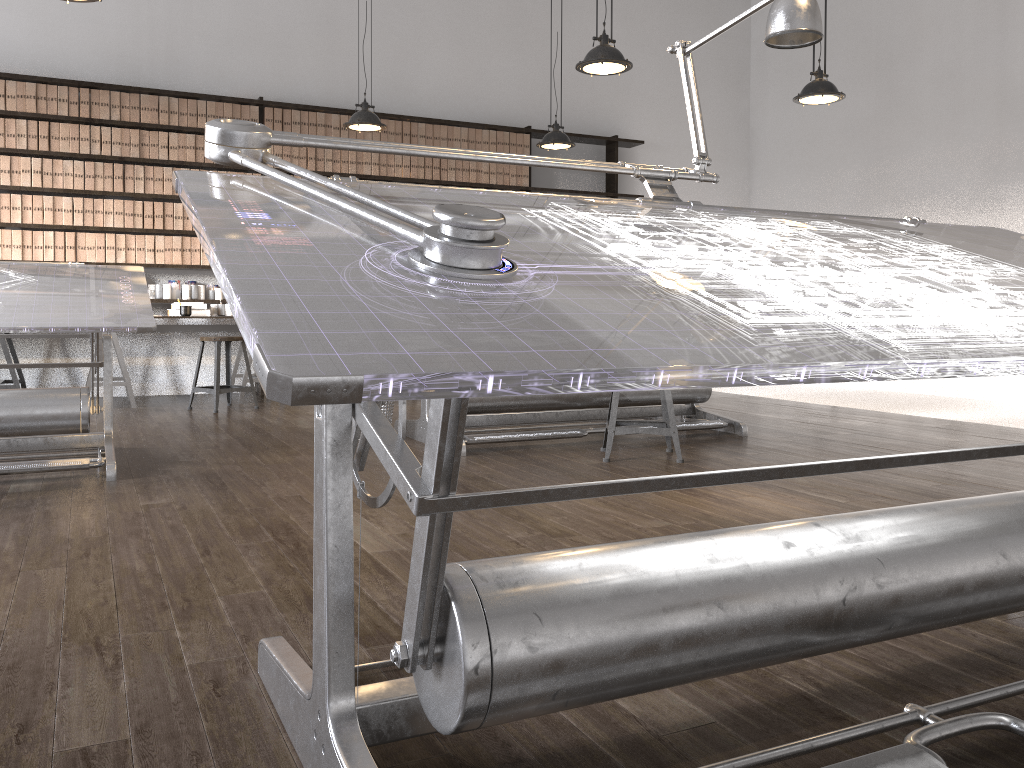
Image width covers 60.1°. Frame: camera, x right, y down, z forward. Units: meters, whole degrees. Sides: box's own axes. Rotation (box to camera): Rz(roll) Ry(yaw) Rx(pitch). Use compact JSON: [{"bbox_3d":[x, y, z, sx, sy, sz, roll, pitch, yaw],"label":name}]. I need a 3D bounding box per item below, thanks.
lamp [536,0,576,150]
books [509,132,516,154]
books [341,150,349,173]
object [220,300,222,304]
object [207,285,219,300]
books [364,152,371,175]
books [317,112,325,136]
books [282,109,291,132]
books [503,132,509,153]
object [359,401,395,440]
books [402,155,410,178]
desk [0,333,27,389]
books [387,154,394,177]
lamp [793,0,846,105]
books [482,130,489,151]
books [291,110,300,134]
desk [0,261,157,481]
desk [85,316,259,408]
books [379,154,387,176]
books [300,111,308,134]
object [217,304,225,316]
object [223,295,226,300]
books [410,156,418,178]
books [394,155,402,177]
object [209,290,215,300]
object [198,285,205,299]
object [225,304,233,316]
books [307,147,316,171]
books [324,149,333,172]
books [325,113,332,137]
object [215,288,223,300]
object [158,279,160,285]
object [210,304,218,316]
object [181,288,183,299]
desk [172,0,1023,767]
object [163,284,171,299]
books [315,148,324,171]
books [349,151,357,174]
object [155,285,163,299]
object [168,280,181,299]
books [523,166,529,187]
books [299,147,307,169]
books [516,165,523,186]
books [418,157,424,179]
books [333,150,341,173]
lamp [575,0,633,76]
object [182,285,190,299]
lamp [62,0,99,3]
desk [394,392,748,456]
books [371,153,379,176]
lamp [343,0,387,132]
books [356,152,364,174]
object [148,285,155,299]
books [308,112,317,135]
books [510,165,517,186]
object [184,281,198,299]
[{"bbox_3d":[0.352,-3.006,6.989,0.311,2.249,0.313,0,1,-1],"label":"lamp"},{"bbox_3d":[-0.025,-2.246,8.364,0.067,0.225,0.175,-1,3,-26],"label":"books"},{"bbox_3d":[-1.470,-1.921,7.677,0.067,0.225,0.175,-1,3,-26],"label":"books"},{"bbox_3d":[-2.334,-0.617,7.146,0.036,0.117,0.005,0,2,-20],"label":"object"},{"bbox_3d":[-2.475,-0.754,7.323,0.094,0.129,0.095,-2,3,-38],"label":"object"},{"bbox_3d":[-1.291,-1.926,7.759,0.067,0.225,0.175,-1,3,-26],"label":"books"},{"bbox_3d":[-1.654,-2.191,7.574,0.067,0.225,0.175,-1,3,-26],"label":"books"},{"bbox_3d":[-1.909,-2.183,7.459,0.067,0.225,0.175,-1,3,-26],"label":"books"},{"bbox_3d":[-0.092,-2.243,8.331,0.067,0.225,0.175,-1,3,-26],"label":"books"},{"bbox_3d":[-0.791,0.109,4.865,0.353,0.377,0.354,0,3,-4],"label":"object"},{"bbox_3d":[-0.970,-1.937,7.910,0.067,0.225,0.175,-1,3,-26],"label":"books"},{"bbox_3d":[-4.114,-0.132,6.022,1.669,0.668,0.657,-2,3,-26],"label":"desk"},{"bbox_3d":[-1.101,-1.933,7.855,0.067,0.225,0.175,-1,3,-26],"label":"books"},{"bbox_3d":[1.904,-2.883,5.453,0.313,2.249,0.311,2,2,44],"label":"lamp"},{"bbox_3d":[-0.279,-2.237,8.240,0.067,0.225,0.175,-1,3,-26],"label":"books"},{"bbox_3d":[-1.843,-2.185,7.485,0.067,0.225,0.175,-1,3,-26],"label":"books"},{"bbox_3d":[-2.711,-0.305,3.610,2.280,1.385,1.078,-2,3,-26],"label":"desk"},{"bbox_3d":[-2.525,-0.185,6.788,1.669,0.668,0.657,-2,3,-26],"label":"desk"},{"bbox_3d":[-1.164,-1.931,7.823,0.067,0.225,0.175,-1,3,-26],"label":"books"},{"bbox_3d":[-1.781,-2.187,7.520,0.067,0.225,0.175,-1,3,-26],"label":"books"},{"bbox_3d":[-2.322,-0.590,7.075,0.062,0.093,0.063,1,2,15],"label":"object"},{"bbox_3d":[-2.367,-0.735,7.255,0.063,0.094,0.063,0,2,6],"label":"object"},{"bbox_3d":[-0.905,-1.939,7.942,0.067,0.225,0.175,-1,3,-26],"label":"books"},{"bbox_3d":[-1.037,-1.935,7.882,0.067,0.225,0.175,-1,3,-26],"label":"books"},{"bbox_3d":[-2.452,-0.724,7.240,0.054,0.081,0.054,-1,3,-35],"label":"object"},{"bbox_3d":[-2.530,-0.742,7.203,0.062,0.119,0.062,2,2,33],"label":"object"},{"bbox_3d":[-2.253,-0.589,7.059,0.062,0.094,0.062,1,3,24],"label":"object"},{"bbox_3d":[-1.727,-1.912,7.547,0.067,0.225,0.175,-1,3,-26],"label":"books"},{"bbox_3d":[-1.596,-1.916,7.611,0.067,0.225,0.175,-1,3,-26],"label":"books"},{"bbox_3d":[-1.595,-2.193,7.608,0.067,0.225,0.175,-1,3,-26],"label":"books"},{"bbox_3d":[-2.381,-0.731,7.190,0.062,0.095,0.062,0,2,6],"label":"object"},{"bbox_3d":[-2.820,-0.761,7.112,0.041,0.168,0.009,0,2,-22],"label":"object"},{"bbox_3d":[-2.384,-0.593,7.098,0.062,0.094,0.062,1,2,15],"label":"object"},{"bbox_3d":[-2.648,-0.727,7.167,0.054,0.101,0.054,0,2,-9],"label":"object"},{"bbox_3d":[0.509,-0.141,1.625,2.069,1.385,1.078,-1,3,-26],"label":"desk"},{"bbox_3d":[-2.736,-0.729,7.024,0.062,0.119,0.062,1,2,24],"label":"object"},{"bbox_3d":[-1.662,-1.914,7.585,0.067,0.225,0.175,-1,3,-26],"label":"books"},{"bbox_3d":[-1.407,-1.922,7.701,0.067,0.225,0.175,-1,3,-26],"label":"books"},{"bbox_3d":[-2.804,-0.730,7.040,0.062,0.118,0.063,1,2,15],"label":"object"},{"bbox_3d":[-2.721,-0.754,7.135,0.095,0.161,0.094,-1,2,-30],"label":"object"},{"bbox_3d":[0.094,-1.973,8.426,0.067,0.225,0.175,-1,3,-26],"label":"books"},{"bbox_3d":[-1.796,-1.910,7.520,0.067,0.225,0.175,-1,3,-26],"label":"books"},{"bbox_3d":[0.036,-1.971,8.400,0.067,0.225,0.175,-1,3,-26],"label":"books"},{"bbox_3d":[-0.850,-1.941,7.973,0.067,0.225,0.175,-1,3,-26],"label":"books"},{"bbox_3d":[-1.534,-1.919,7.646,0.067,0.225,0.175,-1,3,-26],"label":"books"},{"bbox_3d":[0.504,-2.836,4.779,0.311,2.249,0.313,0,1,-1],"label":"lamp"},{"bbox_3d":[-2.607,-0.734,7.090,0.062,0.119,0.062,2,2,33],"label":"object"},{"bbox_3d":[-1.843,-2.758,3.650,0.311,2.249,0.313,0,1,-5],"label":"lamp"},{"bbox_3d":[0.309,-0.406,5.064,2.069,1.385,1.078,-1,3,-26],"label":"desk"},{"bbox_3d":[-1.225,-1.928,7.789,0.067,0.225,0.175,-1,3,-26],"label":"books"},{"bbox_3d":[-1.049,-2.960,6.315,0.311,2.249,0.313,0,1,-1],"label":"lamp"},{"bbox_3d":[-1.349,-1.925,7.734,0.067,0.225,0.175,-1,3,-26],"label":"books"},{"bbox_3d":[-2.867,-0.733,7.063,0.062,0.119,0.062,1,2,15],"label":"object"},{"bbox_3d":[-1.717,-2.189,7.550,0.067,0.225,0.175,-1,3,-26],"label":"books"},{"bbox_3d":[-0.022,-1.968,8.367,0.067,0.225,0.175,-1,3,-26],"label":"books"},{"bbox_3d":[-2.609,-0.759,7.201,0.094,0.161,0.206,-1,3,-24],"label":"object"}]
